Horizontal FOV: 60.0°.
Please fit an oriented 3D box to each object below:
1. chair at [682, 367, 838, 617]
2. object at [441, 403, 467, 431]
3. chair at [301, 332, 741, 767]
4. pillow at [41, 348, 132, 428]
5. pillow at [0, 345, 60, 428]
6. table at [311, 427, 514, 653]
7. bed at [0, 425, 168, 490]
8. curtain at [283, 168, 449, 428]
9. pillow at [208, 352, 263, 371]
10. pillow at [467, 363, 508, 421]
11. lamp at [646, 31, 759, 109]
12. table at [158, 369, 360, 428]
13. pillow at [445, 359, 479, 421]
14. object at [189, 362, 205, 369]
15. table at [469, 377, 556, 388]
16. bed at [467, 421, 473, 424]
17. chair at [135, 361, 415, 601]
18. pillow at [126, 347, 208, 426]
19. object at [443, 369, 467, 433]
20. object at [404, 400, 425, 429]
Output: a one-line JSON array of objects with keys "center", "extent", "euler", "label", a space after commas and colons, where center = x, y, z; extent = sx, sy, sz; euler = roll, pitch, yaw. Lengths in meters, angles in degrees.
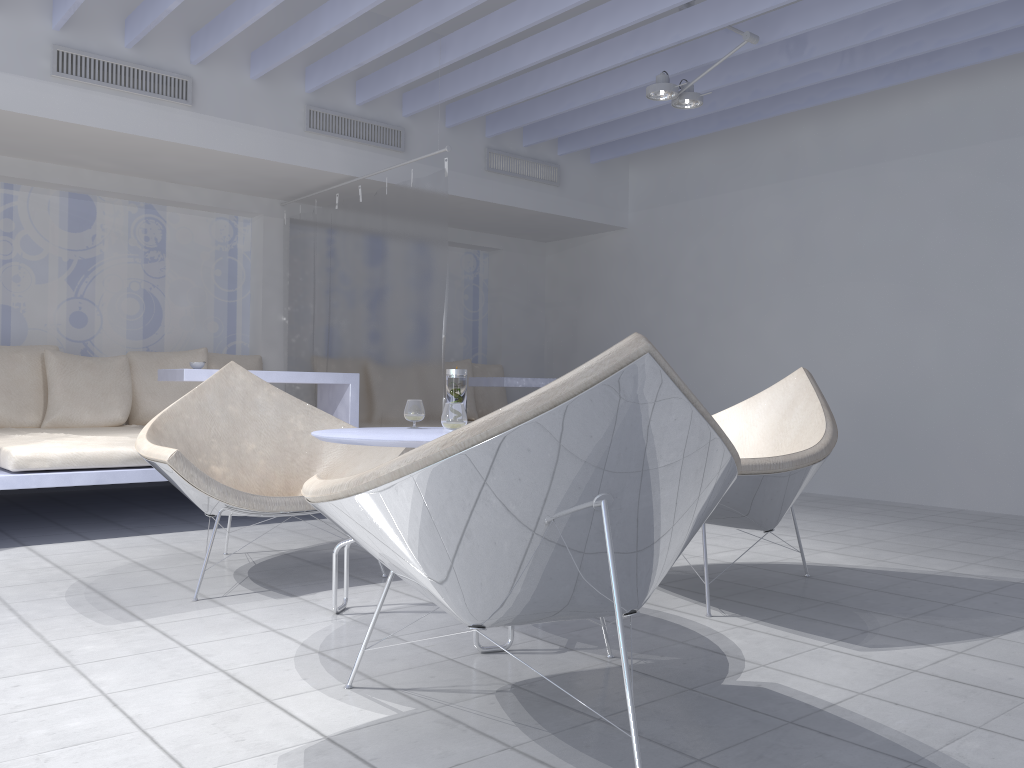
[{"center": [0.748, 0.312, 3.065], "extent": [0.753, 0.759, 0.906], "euler": [1, 0, -25], "label": "chair"}, {"center": [-0.148, 0.094, 2.279], "extent": [0.068, 0.091, 0.068], "euler": [0, -1, 40], "label": "object"}, {"center": [0.076, 0.293, 1.774], "extent": [0.906, 0.759, 0.753], "euler": [1, 0, -23], "label": "chair"}, {"center": [-2.587, 0.032, 5.395], "extent": [0.528, 0.482, 0.307], "euler": [1, -1, -35], "label": "pillow"}, {"center": [-2.906, 0.013, 5.244], "extent": [0.572, 0.510, 0.231], "euler": [1, -1, -41], "label": "pillow"}, {"center": [-0.161, 0.409, 2.558], "extent": [0.825, 0.534, 0.823], "euler": [1, 0, 27], "label": "table"}, {"center": [-1.866, 0.455, 4.859], "extent": [2.200, 0.427, 2.016], "euler": [1, -1, -40], "label": "bed"}, {"center": [-0.998, -0.400, 5.575], "extent": [0.125, 1.559, 1.998], "euler": [1, -1, -42], "label": "curtain"}, {"center": [-1.923, 0.046, 6.061], "extent": [0.524, 0.521, 0.230], "euler": [1, -1, -42], "label": "pillow"}, {"center": [-0.233, 0.080, 7.487], "extent": [0.524, 0.521, 0.230], "euler": [1, -1, -42], "label": "pillow"}, {"center": [1.014, -1.639, 4.626], "extent": [0.380, 0.218, 0.587], "euler": [1, -1, -40], "label": "lamp"}, {"center": [-1.469, 0.151, 5.206], "extent": [1.065, 0.450, 0.416], "euler": [1, -1, -40], "label": "table"}, {"center": [-0.546, 0.050, 7.190], "extent": [0.537, 0.527, 0.233], "euler": [1, 0, -20], "label": "pillow"}, {"center": [-1.778, -0.101, 5.007], "extent": [0.082, 0.043, 0.082], "euler": [1, 0, 11], "label": "object"}, {"center": [0.221, 0.186, 6.632], "extent": [1.065, 0.450, 0.416], "euler": [1, -1, -40], "label": "table"}, {"center": [-0.177, 0.489, 6.285], "extent": [2.200, 0.427, 2.016], "euler": [1, -1, -40], "label": "bed"}, {"center": [-0.902, 0.290, 3.190], "extent": [0.906, 0.759, 0.753], "euler": [1, -1, -36], "label": "chair"}, {"center": [-2.236, 0.016, 5.764], "extent": [0.537, 0.527, 0.233], "euler": [1, 0, -20], "label": "pillow"}, {"center": [-0.164, 0.050, 2.605], "extent": [0.075, 0.185, 0.075], "euler": [1, 0, 13], "label": "object"}, {"center": [-0.311, 0.096, 2.826], "extent": [0.068, 0.091, 0.068], "euler": [0, -1, 40], "label": "object"}]
